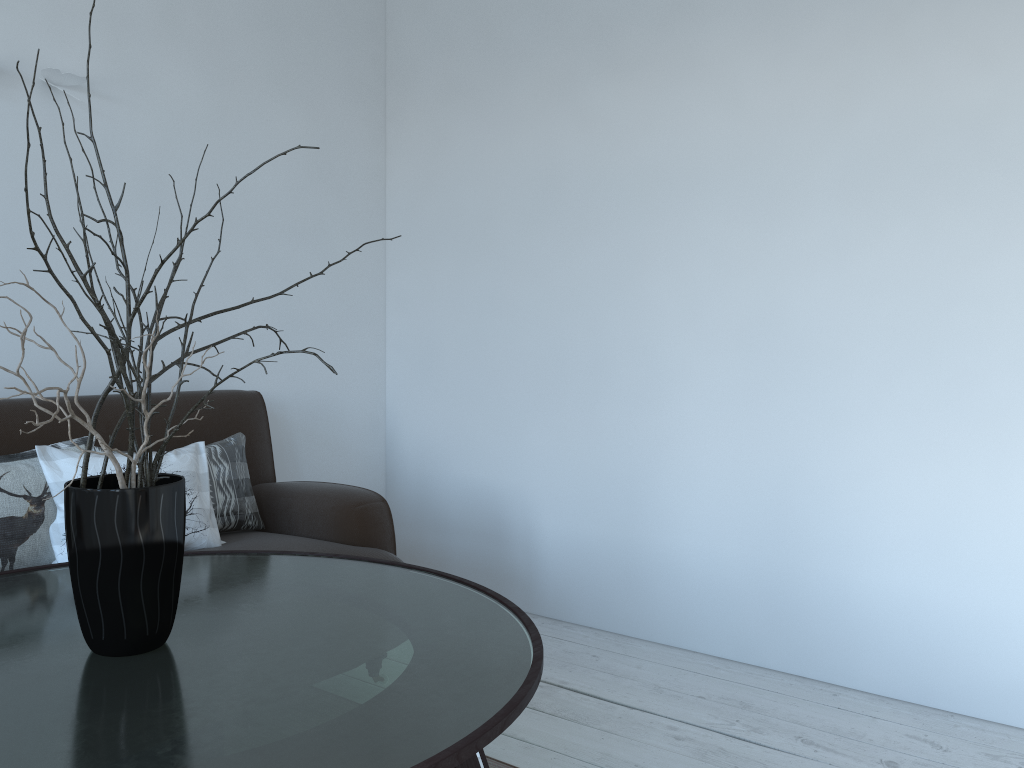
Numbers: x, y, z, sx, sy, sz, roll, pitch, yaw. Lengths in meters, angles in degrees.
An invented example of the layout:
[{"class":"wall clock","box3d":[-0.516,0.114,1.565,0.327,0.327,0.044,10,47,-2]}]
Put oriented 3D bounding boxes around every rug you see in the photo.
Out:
[{"class":"rug","box3d":[-0.624,0.895,1.485,1.455,0.055,1.709,3,3,37]}]

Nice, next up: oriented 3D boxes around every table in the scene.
[{"class":"table","box3d":[-0.601,0.672,1.454,1.299,0.504,1.299,2,3,27]}]

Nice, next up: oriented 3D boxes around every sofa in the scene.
[{"class":"sofa","box3d":[-1.227,0.472,1.920,0.968,0.825,2.164,3,4,37]}]

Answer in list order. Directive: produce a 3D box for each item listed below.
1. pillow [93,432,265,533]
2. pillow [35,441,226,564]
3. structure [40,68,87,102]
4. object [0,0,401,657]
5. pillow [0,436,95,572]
[{"class":"pillow","box3d":[-0.929,0.296,2.479,0.183,0.288,0.542,3,4,38]},{"class":"pillow","box3d":[-0.960,0.294,2.250,0.188,0.309,0.470,3,4,37]},{"class":"structure","box3d":[-1.550,-0.887,2.159,0.085,0.479,1.024,3,4,37]},{"class":"object","box3d":[-0.479,-0.110,1.452,0.525,1.067,0.845,1,3,8]},{"class":"pillow","box3d":[-1.196,0.310,2.063,0.158,0.348,0.472,3,4,35]}]
